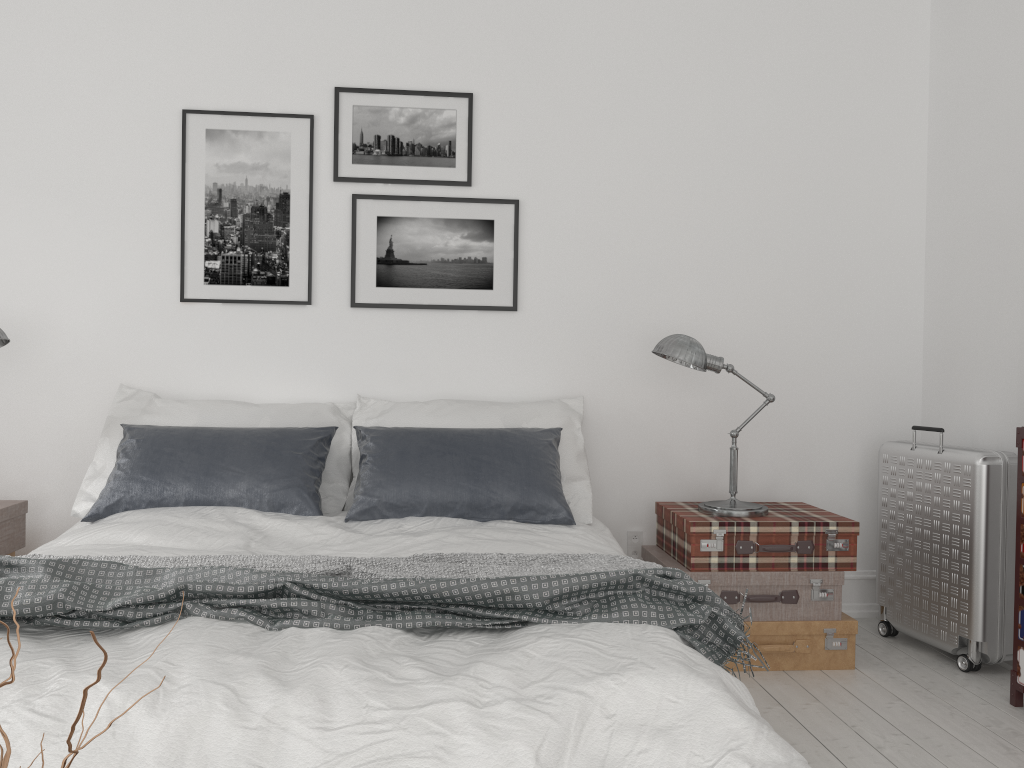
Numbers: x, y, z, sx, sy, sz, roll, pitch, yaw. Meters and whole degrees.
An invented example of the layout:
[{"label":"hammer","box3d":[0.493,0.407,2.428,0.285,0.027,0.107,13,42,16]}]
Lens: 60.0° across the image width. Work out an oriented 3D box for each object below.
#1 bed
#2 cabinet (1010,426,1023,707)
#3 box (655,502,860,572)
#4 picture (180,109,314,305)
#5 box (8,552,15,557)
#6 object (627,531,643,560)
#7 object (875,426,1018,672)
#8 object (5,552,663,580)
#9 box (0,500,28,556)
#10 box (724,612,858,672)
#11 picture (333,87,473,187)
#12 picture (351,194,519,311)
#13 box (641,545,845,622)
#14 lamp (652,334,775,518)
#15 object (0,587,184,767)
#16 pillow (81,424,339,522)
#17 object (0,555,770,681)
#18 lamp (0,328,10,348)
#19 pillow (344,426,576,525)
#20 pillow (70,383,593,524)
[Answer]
[{"label":"bed","box3d":[-0.586,0.584,2.604,2.217,0.926,2.473,1,1,-5]},{"label":"cabinet","box3d":[1.848,0.620,2.621,0.281,0.942,0.762,1,1,-5]},{"label":"box","box3d":[0.951,0.599,3.519,0.647,0.185,0.537,1,1,-5]},{"label":"picture","box3d":[-1.125,-0.748,3.771,0.545,0.810,0.015,1,1,-5]},{"label":"box","box3d":[-2.266,0.734,3.217,0.647,0.185,0.537,1,1,-5]},{"label":"object","box3d":[0.548,0.723,3.950,0.070,0.140,0.009,1,1,-5]},{"label":"object","box3d":[1.720,0.621,3.564,0.208,0.902,0.647,1,1,-15]},{"label":"object","box3d":[-0.574,0.703,2.333,2.236,0.500,0.521,1,1,-2]},{"label":"box","box3d":[-2.216,0.552,3.219,0.647,0.185,0.537,1,1,-5]},{"label":"box","box3d":[0.945,0.967,3.519,0.647,0.185,0.537,1,1,-5]},{"label":"picture","box3d":[-0.468,-1.065,3.828,0.592,0.403,0.015,1,1,-5]},{"label":"picture","box3d":[-0.332,-0.567,3.848,0.720,0.486,0.015,1,1,-5]},{"label":"box","box3d":[0.892,0.782,3.512,0.647,0.185,0.537,1,1,-5]},{"label":"lamp","box3d":[0.791,0.155,3.487,0.488,0.699,0.269,1,1,-5]},{"label":"object","box3d":[-0.395,0.430,0.564,0.291,0.666,0.313,0,1,-43]},{"label":"pillow","box3d":[-1.089,0.326,3.290,0.837,0.329,0.405,1,1,-5]},{"label":"object","box3d":[-0.517,0.604,1.964,2.154,0.377,0.536,1,1,-3]},{"label":"lamp","box3d":[-2.085,0.112,3.224,0.488,0.699,0.269,1,1,-5]},{"label":"pillow","box3d":[-0.199,0.339,3.363,0.842,0.339,0.405,1,1,-5]},{"label":"pillow","box3d":[-0.650,0.278,3.540,1.965,0.529,0.465,1,1,-6]}]
